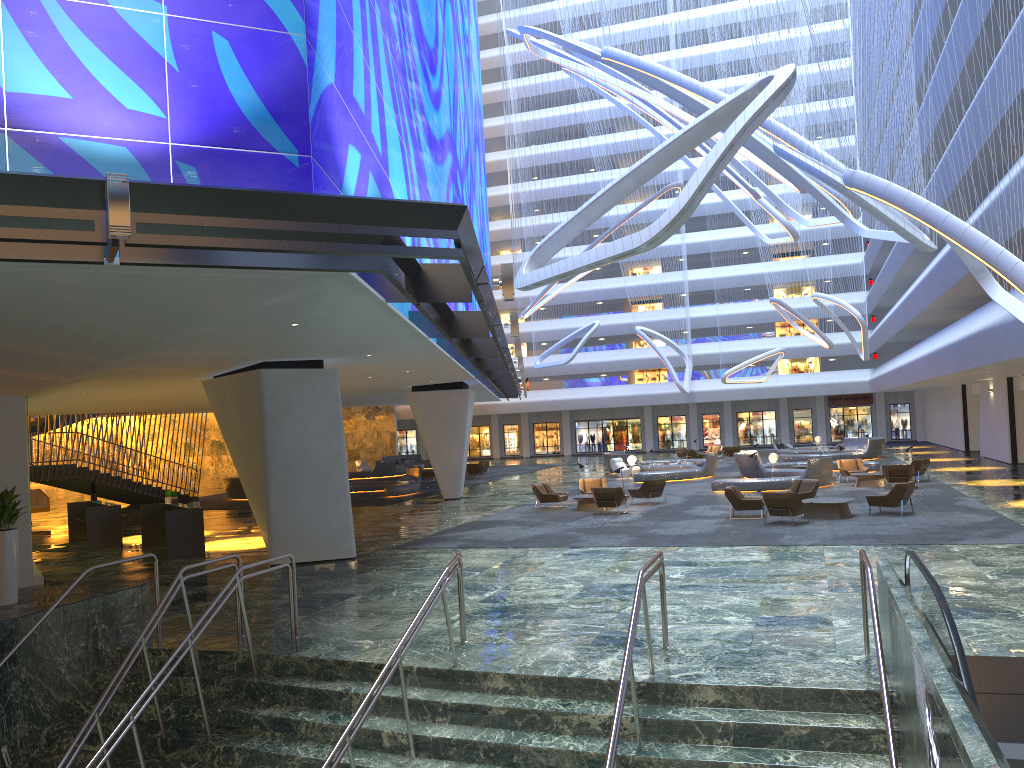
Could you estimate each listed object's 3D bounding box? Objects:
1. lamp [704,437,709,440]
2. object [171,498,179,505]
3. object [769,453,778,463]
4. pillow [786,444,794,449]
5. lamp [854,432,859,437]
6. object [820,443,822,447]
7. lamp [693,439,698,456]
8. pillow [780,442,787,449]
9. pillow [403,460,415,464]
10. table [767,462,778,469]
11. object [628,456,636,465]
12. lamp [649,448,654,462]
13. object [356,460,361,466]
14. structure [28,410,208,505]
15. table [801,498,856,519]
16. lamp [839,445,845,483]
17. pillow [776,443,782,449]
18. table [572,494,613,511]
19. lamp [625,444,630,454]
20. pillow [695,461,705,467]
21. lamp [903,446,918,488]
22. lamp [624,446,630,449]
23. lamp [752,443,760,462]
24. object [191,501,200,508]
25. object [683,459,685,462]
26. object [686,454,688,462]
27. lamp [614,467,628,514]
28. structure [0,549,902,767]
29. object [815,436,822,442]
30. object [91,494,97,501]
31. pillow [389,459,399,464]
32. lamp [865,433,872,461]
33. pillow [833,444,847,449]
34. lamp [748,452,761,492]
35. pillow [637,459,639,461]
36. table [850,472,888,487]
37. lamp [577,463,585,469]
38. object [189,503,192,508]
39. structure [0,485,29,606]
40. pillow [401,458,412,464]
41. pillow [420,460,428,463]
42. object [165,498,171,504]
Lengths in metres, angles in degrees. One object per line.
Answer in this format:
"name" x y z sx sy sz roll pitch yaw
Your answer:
"lamp" 11.190 3.693 50.938 0.384 1.300 0.202 -3 -1 -20
"object" -8.286 2.880 21.768 0.150 0.145 0.150 -2 -2 -38
"object" 10.000 2.823 33.901 0.367 0.387 0.318 -4 -2 25
"pillow" 15.674 3.545 50.368 0.684 0.280 0.875 -1 -3 -34
"lamp" 17.918 3.108 45.956 0.384 1.300 0.202 -3 -1 18
"object" 17.125 3.411 49.106 0.131 0.252 0.103 -3 -1 1
"lamp" 9.919 3.611 47.673 0.202 1.300 0.384 -3 -1 -19
"pillow" 15.382 3.459 50.158 0.315 0.386 0.784 -4 -2 34
"pillow" -6.744 5.041 57.553 0.692 0.262 0.878 -3 -2 9
"table" 9.977 3.315 33.880 0.418 0.595 0.427 -3 -1 17
"object" 5.162 3.272 38.114 0.367 0.387 0.318 -3 -1 1
"lamp" 5.929 3.354 37.401 0.202 1.300 0.384 -3 -1 -6
"object" -9.142 4.700 52.756 0.367 0.387 0.318 -4 -2 25
"structure" -19.260 2.572 38.497 11.989 6.244 16.493 -4 -2 18
"table" 7.540 2.979 21.211 1.204 0.392 1.202 -5 -3 36
"lamp" 11.383 2.754 30.601 0.202 1.300 0.384 -4 -1 35
"pillow" 15.175 3.496 50.191 0.295 0.368 0.769 -4 -2 31
"table" 2.420 3.467 25.954 1.204 0.392 1.203 -4 -3 19
"lamp" 5.890 3.714 45.235 0.202 1.300 0.384 -3 -1 -28
"pillow" 8.056 3.305 36.750 0.693 0.262 0.877 -4 -3 27
"lamp" 12.222 2.554 27.199 0.384 1.300 0.202 -4 -1 36
"lamp" 5.559 3.622 42.845 0.384 1.300 0.202 -3 -1 11
"lamp" 10.137 3.097 36.660 0.384 1.300 0.202 -4 -1 36
"object" -7.212 2.751 20.221 0.149 0.149 0.149 -2 -2 -37
"object" 8.181 3.636 42.094 0.071 0.118 0.151 -4 -2 29
"object" 8.320 3.512 42.142 0.066 0.355 0.076 -3 -1 -15
"lamp" 2.995 2.913 24.344 0.384 1.300 0.202 -4 -1 36
"structure" -3.474 5.928 1.314 9.310 8.395 19.737 -4 -2 18
"object" 17.830 3.225 51.632 0.367 0.387 0.318 -3 -1 0
"object" -11.697 3.180 24.794 0.158 0.181 0.158 -2 -2 -27
"pillow" -7.571 5.015 57.050 0.315 0.386 0.784 -4 -2 35
"lamp" 16.912 2.982 42.024 0.202 1.300 0.384 -3 -1 -22
"pillow" 17.074 3.255 46.129 0.692 0.262 0.878 -2 -3 -20
"lamp" 7.858 2.855 28.731 0.384 1.300 0.202 -4 -1 36
"pillow" 6.067 3.816 44.237 0.443 0.207 0.445 -2 -2 -20
"table" 11.646 3.108 28.810 1.203 0.392 1.203 -4 -3 18
"lamp" 2.157 3.113 27.745 0.202 1.300 0.384 -4 -1 35
"object" -7.358 2.787 20.418 0.111 0.108 0.108 -2 -2 -37
"structure" -8.797 2.755 15.217 1.022 2.050 0.773 -3 -1 -3
"pillow" -6.801 5.009 57.742 0.774 0.366 0.317 -2 -2 -30
"pillow" -5.735 5.068 57.931 0.443 0.207 0.445 -3 -2 5
"object" -8.546 2.908 22.082 0.150 0.145 0.150 -2 -2 -38
